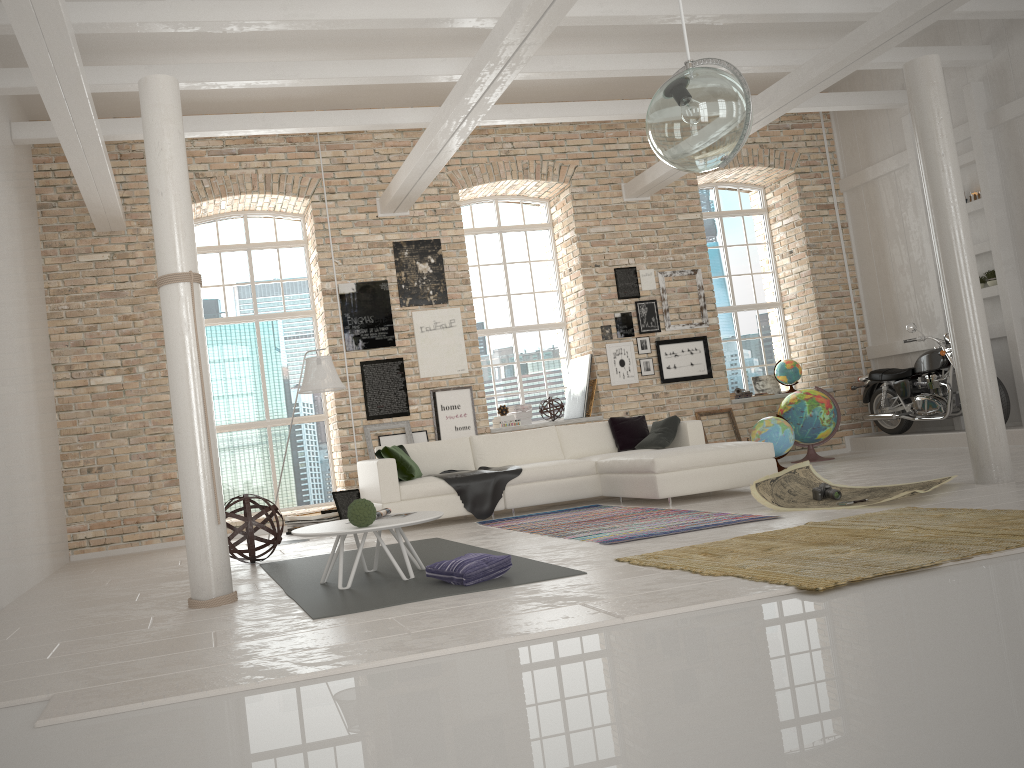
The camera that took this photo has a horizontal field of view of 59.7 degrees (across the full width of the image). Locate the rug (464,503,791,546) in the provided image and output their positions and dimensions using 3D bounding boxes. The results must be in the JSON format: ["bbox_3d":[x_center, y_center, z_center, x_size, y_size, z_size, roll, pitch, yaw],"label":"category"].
[{"bbox_3d":[0.711,1.067,6.919,1.356,0.008,2.778,-6,-3,-20],"label":"rug"}]

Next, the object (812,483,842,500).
[{"bbox_3d":[2.292,0.781,6.474,0.144,0.124,0.175,-6,-4,-17],"label":"object"}]

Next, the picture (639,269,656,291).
[{"bbox_3d":[1.688,-1.295,11.080,0.188,0.259,0.012,-6,-5,-13],"label":"picture"}]

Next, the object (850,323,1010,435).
[{"bbox_3d":[4.798,-0.083,10.348,0.778,1.330,2.261,-6,-4,-24],"label":"object"}]

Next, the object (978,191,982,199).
[{"bbox_3d":[5.164,-2.071,9.760,0.114,0.088,0.100,-9,-4,25],"label":"object"}]

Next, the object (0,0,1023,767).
[{"bbox_3d":[1.502,-1.495,5.857,9.805,4.805,12.242,-6,-4,-17],"label":"object"}]

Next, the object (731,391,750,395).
[{"bbox_3d":[2.924,0.115,11.472,0.207,0.021,0.164,-6,-3,-16],"label":"object"}]

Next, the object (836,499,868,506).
[{"bbox_3d":[2.332,0.803,6.063,0.219,0.019,0.101,-6,-3,-19],"label":"object"}]

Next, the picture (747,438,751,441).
[{"bbox_3d":[3.105,0.835,11.139,0.259,0.351,0.098,-6,-5,-14],"label":"picture"}]

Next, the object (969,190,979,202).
[{"bbox_3d":[5.124,-2.076,9.872,0.107,0.120,0.107,-7,-4,1],"label":"object"}]

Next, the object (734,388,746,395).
[{"bbox_3d":[2.949,0.095,11.499,0.099,0.090,0.453,-9,-4,23],"label":"object"}]

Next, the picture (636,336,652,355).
[{"bbox_3d":[1.623,-0.474,10.978,0.171,0.213,0.012,-6,-5,-13],"label":"picture"}]

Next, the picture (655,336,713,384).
[{"bbox_3d":[2.134,-0.302,11.065,0.692,0.536,0.032,-6,-5,-13],"label":"picture"}]

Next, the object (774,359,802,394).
[{"bbox_3d":[3.638,-0.104,11.705,0.323,0.465,0.336,-7,-4,-11],"label":"object"}]

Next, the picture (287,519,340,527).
[{"bbox_3d":[-1.905,1.438,9.480,0.627,0.048,0.730,-10,-4,43],"label":"picture"}]

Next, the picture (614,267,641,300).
[{"bbox_3d":[1.424,-1.247,11.012,0.287,0.395,0.019,-6,-5,-13],"label":"picture"}]

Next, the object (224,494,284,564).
[{"bbox_3d":[-2.057,1.132,6.983,0.502,0.544,0.580,-4,-5,-41],"label":"object"}]

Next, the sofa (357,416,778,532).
[{"bbox_3d":[0.364,0.807,8.333,3.178,0.843,2.238,-6,-3,-15],"label":"sofa"}]

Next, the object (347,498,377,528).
[{"bbox_3d":[-0.835,0.719,4.964,0.150,0.164,0.175,-4,-5,-40],"label":"object"}]

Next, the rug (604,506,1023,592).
[{"bbox_3d":[1.822,0.787,4.550,2.106,0.021,1.602,-6,-3,-22],"label":"rug"}]

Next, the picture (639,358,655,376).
[{"bbox_3d":[1.659,-0.209,10.957,0.171,0.213,0.012,-6,-5,-13],"label":"picture"}]

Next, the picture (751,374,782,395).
[{"bbox_3d":[3.433,0.028,12.018,0.381,0.293,0.069,-6,-5,-13],"label":"picture"}]

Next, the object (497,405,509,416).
[{"bbox_3d":[-0.108,0.319,10.722,0.146,0.137,0.139,-8,-4,11],"label":"object"}]

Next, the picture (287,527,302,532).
[{"bbox_3d":[-1.940,1.481,9.487,0.615,0.048,0.747,-8,-3,19],"label":"picture"}]

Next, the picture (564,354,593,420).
[{"bbox_3d":[0.822,0.048,11.066,0.237,0.765,0.608,-6,-4,-19],"label":"picture"}]

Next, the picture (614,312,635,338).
[{"bbox_3d":[1.382,-0.724,10.949,0.223,0.307,0.015,-6,-5,-13],"label":"picture"}]

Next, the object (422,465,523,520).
[{"bbox_3d":[-0.387,1.040,8.510,0.863,0.465,0.803,-6,-4,-18],"label":"object"}]

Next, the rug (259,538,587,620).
[{"bbox_3d":[-0.775,1.176,5.687,1.385,0.042,2.813,-6,-3,-20],"label":"rug"}]

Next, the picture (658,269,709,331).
[{"bbox_3d":[2.141,-1.054,11.146,0.586,0.750,0.026,-6,-5,-13],"label":"picture"}]

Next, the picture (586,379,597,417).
[{"bbox_3d":[0.926,0.186,10.909,0.167,0.461,0.375,-6,-4,-19],"label":"picture"}]

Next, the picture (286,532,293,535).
[{"bbox_3d":[-1.916,1.513,9.454,0.625,0.048,0.735,-9,-4,33],"label":"picture"}]

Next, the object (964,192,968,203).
[{"bbox_3d":[5.024,-2.129,10.018,0.063,0.261,0.234,-7,-4,-6],"label":"object"}]

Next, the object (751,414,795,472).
[{"bbox_3d":[2.881,0.656,9.818,0.471,0.632,0.423,-9,-4,24],"label":"object"}]

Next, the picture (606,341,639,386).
[{"bbox_3d":[1.347,-0.250,10.888,0.355,0.515,0.013,-6,-5,-13],"label":"picture"}]

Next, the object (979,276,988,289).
[{"bbox_3d":[5.186,-1.127,9.928,0.221,0.158,0.234,-6,-4,-25],"label":"object"}]

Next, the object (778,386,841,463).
[{"bbox_3d":[3.570,0.498,10.737,0.612,0.925,0.698,-4,-5,-41],"label":"object"}]

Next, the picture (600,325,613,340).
[{"bbox_3d":[1.156,-0.627,10.889,0.131,0.179,0.008,-7,-5,-8],"label":"picture"}]

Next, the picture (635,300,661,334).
[{"bbox_3d":[1.682,-0.831,11.021,0.283,0.410,0.010,-6,-5,-13],"label":"picture"}]

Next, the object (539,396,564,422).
[{"bbox_3d":[0.479,0.303,10.799,0.291,0.308,0.321,-5,-4,-26],"label":"object"}]
